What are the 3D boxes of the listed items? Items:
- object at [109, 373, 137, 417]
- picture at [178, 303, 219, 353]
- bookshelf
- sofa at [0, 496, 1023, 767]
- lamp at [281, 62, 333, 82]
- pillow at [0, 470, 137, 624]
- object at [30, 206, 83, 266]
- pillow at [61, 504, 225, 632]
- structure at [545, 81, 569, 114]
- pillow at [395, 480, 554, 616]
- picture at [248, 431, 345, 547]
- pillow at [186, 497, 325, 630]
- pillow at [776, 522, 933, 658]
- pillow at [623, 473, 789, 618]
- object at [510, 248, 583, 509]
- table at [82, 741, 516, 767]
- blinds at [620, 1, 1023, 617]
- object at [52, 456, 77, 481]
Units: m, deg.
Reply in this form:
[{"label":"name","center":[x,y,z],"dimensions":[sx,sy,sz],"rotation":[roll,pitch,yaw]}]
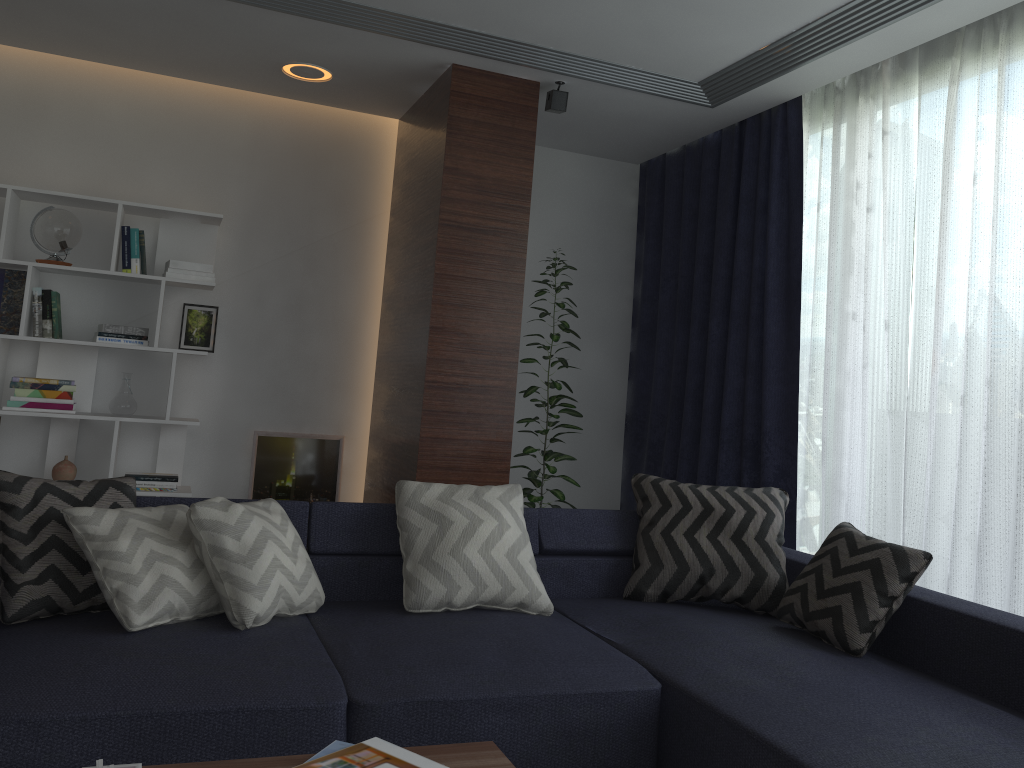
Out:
[{"label":"object","center":[-1.962,0.054,4.474],"dimensions":[0.132,0.221,0.131],"rotation":[6,-4,-15]},{"label":"picture","center":[-1.695,-0.303,4.779],"dimensions":[0.181,0.258,0.058],"rotation":[6,-6,-21]},{"label":"bookshelf","center":[-2.162,-0.018,4.441],"dimensions":[1.146,1.834,0.298],"rotation":[6,-6,-21]},{"label":"sofa","center":[-0.006,0.740,2.260],"dimensions":[2.863,0.612,1.895],"rotation":[5,-1,-21]},{"label":"lamp","center":[-3.078,-1.748,0.465],"dimensions":[9.536,0.085,5.344],"rotation":[5,-1,-35]},{"label":"pillow","center":[-1.246,0.447,2.511],"dimensions":[0.221,0.388,0.412],"rotation":[1,-5,39]},{"label":"object","center":[-2.277,-0.694,4.398],"dimensions":[0.235,0.386,0.218],"rotation":[5,-4,-1]},{"label":"pillow","center":[-1.005,0.502,2.496],"dimensions":[0.330,0.296,0.413],"rotation":[3,-3,31]},{"label":"structure","center":[0.222,-1.413,4.376],"dimensions":[0.084,0.143,0.114],"rotation":[6,-4,-16]},{"label":"pillow","center":[-0.138,0.537,2.927],"dimensions":[0.493,0.391,0.341],"rotation":[5,-4,-21]},{"label":"picture","center":[-1.205,0.627,4.900],"dimensions":[0.498,0.704,0.083],"rotation":[6,-6,-21]},{"label":"pillow","center":[-0.751,0.515,2.623],"dimensions":[0.281,0.353,0.415],"rotation":[3,-3,22]},{"label":"pillow","center":[1.070,0.639,2.804],"dimensions":[0.285,0.347,0.413],"rotation":[6,-3,-16]},{"label":"pillow","center":[0.723,0.626,3.257],"dimensions":[0.598,0.522,0.352],"rotation":[4,-4,9]},{"label":"object","center":[0.193,0.159,4.861],"dimensions":[0.503,1.859,0.479],"rotation":[1,-7,37]},{"label":"table","center":[-0.277,0.836,1.193],"dimensions":[0.798,0.355,0.803],"rotation":[5,-1,-21]},{"label":"blinds","center":[-0.439,-0.390,1.566],"dimensions":[5.783,2.791,7.116],"rotation":[5,-1,-18]},{"label":"object","center":[-2.216,0.429,4.374],"dimensions":[0.111,0.148,0.122],"rotation":[6,-4,-24]}]
